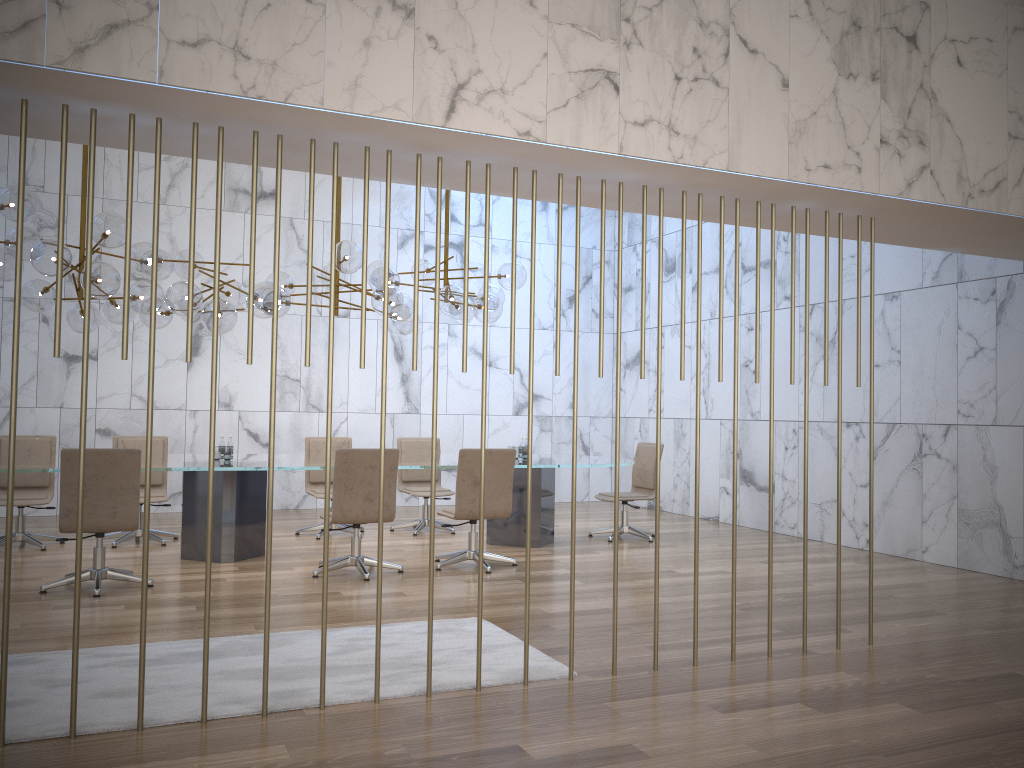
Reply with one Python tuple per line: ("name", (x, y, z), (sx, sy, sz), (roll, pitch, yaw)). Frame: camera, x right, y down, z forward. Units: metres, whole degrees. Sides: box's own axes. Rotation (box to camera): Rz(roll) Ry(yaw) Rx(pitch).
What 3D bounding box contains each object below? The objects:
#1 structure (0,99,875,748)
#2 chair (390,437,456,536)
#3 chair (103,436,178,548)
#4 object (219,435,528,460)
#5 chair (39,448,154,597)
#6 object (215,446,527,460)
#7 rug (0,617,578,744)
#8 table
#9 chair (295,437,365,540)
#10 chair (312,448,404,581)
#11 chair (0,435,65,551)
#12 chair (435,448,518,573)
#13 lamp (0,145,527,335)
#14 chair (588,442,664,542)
("structure", (-1.232, 0.156, 3.650), (7.223, 2.456, 0.023), (2, -2, -24))
("chair", (-0.937, 1.088, 9.584), (0.726, 1.000, 0.697), (2, -2, -24))
("chair", (-3.543, 1.004, 8.444), (0.726, 1.000, 0.697), (2, -2, -24))
("object", (-2.202, 0.560, 7.841), (5.189, 0.213, 0.124), (2, -2, -24))
("chair", (-2.913, 0.943, 6.278), (0.726, 1.000, 0.697), (2, -2, -23))
("object", (-2.196, 0.607, 7.790), (5.112, 0.117, 0.183), (2, -2, -24))
("rug", (-1.317, 1.392, 4.335), (3.025, 0.034, 1.320), (2, -2, -24))
("table", (-2.501, 1.074, 7.682), (7.924, 0.835, 2.092), (2, -2, -24))
("chair", (-1.852, 1.058, 9.183), (0.726, 1.000, 0.697), (2, -2, -24))
("chair", (-1.219, 0.998, 7.019), (0.726, 1.000, 0.697), (2, -2, -23))
("chair", (-4.448, 0.975, 8.048), (0.726, 1.000, 0.697), (2, -2, -24))
("chair", (-0.309, 1.027, 7.417), (0.726, 1.000, 0.697), (2, -2, -23))
("lamp", (-2.561, -1.740, 7.729), (5.672, 2.716, 1.557), (2, -2, -24))
("chair", (1.215, 1.117, 9.309), (0.697, 1.000, 0.726), (2, -2, -23))
